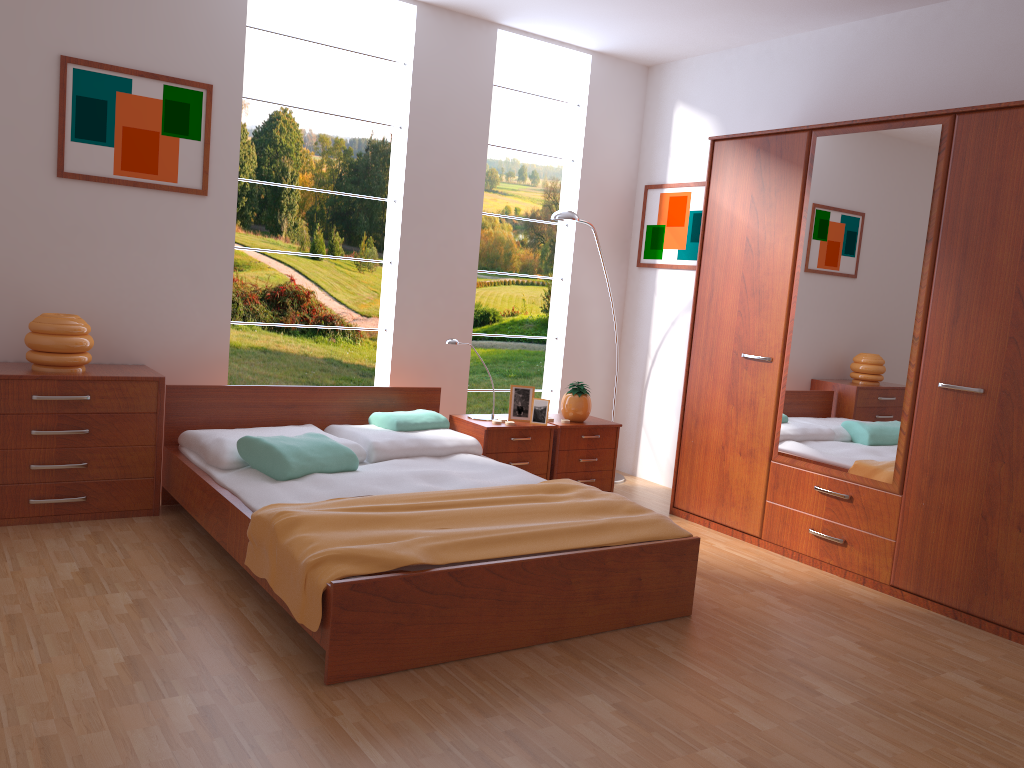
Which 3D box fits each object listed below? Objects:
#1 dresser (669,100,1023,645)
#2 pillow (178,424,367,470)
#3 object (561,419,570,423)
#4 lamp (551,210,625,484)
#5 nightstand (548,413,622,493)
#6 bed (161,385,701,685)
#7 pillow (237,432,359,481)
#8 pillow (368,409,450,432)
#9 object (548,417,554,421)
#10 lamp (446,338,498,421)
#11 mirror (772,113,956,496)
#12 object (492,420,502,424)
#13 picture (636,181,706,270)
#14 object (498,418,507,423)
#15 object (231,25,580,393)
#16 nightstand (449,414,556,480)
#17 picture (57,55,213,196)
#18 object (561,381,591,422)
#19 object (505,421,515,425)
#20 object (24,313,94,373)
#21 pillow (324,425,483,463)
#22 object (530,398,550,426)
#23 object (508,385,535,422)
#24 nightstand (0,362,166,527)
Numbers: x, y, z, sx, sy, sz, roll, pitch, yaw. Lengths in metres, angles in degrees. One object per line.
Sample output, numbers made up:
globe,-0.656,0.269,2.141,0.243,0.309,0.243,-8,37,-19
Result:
dresser,1.678,-0.134,3.978,0.487,2.004,2.017,1,8,-34
pillow,-1.087,0.288,3.986,0.682,0.157,0.574,0,8,-40
object,0.293,0.206,4.848,0.049,0.018,0.049,11,9,42
lamp,0.484,-0.190,5.299,0.387,1.603,0.799,9,7,28
nightstand,0.314,0.416,5.025,0.439,0.442,0.377,1,8,-34
bed,-0.395,0.428,3.690,1.632,0.560,1.990,1,8,-34
pillow,-0.888,0.296,3.698,0.334,0.164,0.425,9,8,32
pillow,-0.521,0.194,4.469,0.322,0.116,0.276,0,8,-37
object,0.206,0.195,4.869,0.049,0.018,0.049,11,9,42
lamp,-0.198,-0.023,4.654,0.163,0.421,0.337,11,9,43
mirror,1.501,-0.351,3.876,0.037,1.556,0.681,1,8,-34
object,-0.078,0.199,4.613,0.049,0.018,0.049,11,9,42
picture,1.010,-0.959,5.397,0.030,0.517,0.645,1,8,-34
object,-0.051,0.194,4.683,0.049,0.018,0.049,11,9,42
object,-0.495,-0.847,5.009,2.205,1.815,0.033,1,8,-34
nightstand,-0.070,0.412,4.763,0.439,0.442,0.377,1,8,-34
picture,-1.702,-1.157,4.030,0.645,0.517,0.030,1,8,-34
object,0.359,0.098,4.935,0.170,0.223,0.169,10,8,35
object,-0.011,0.205,4.610,0.049,0.018,0.049,11,9,42
object,-1.926,-0.176,3.777,0.264,0.244,0.264,3,7,-18
pillow,-0.535,0.291,4.387,0.630,0.182,0.574,0,8,-36
object,0.148,0.147,4.698,0.094,0.137,0.027,6,7,10
object,0.051,0.105,4.754,0.131,0.191,0.037,5,6,-5
nightstand,-1.977,0.247,3.819,0.815,0.626,0.428,1,8,-34
